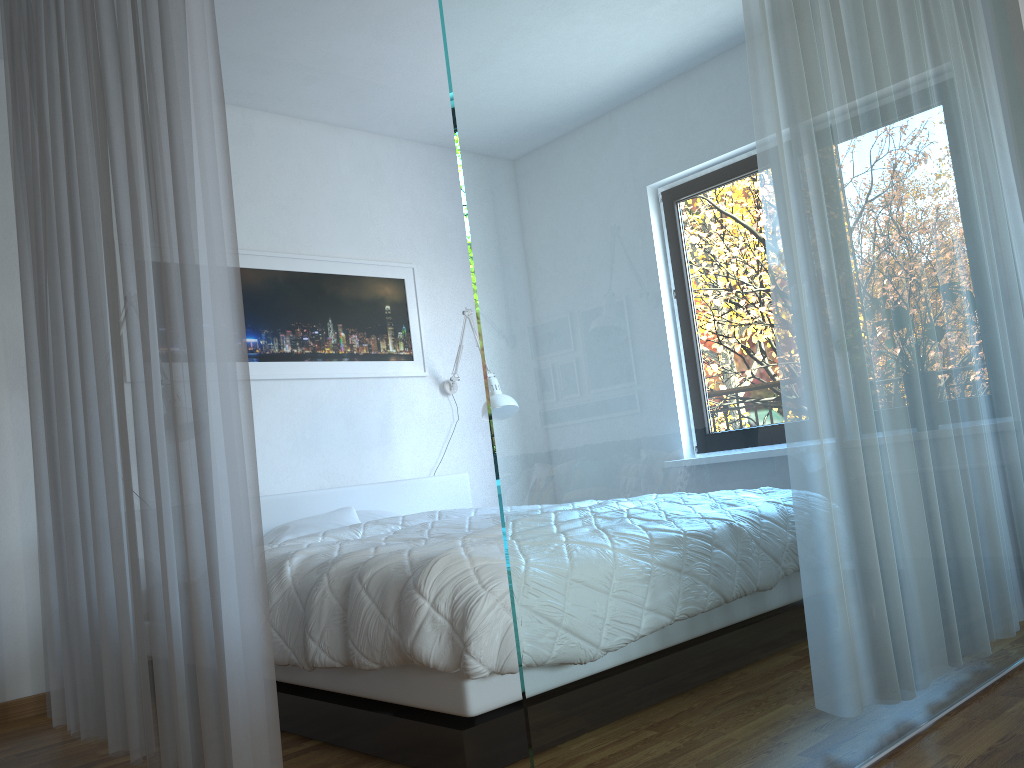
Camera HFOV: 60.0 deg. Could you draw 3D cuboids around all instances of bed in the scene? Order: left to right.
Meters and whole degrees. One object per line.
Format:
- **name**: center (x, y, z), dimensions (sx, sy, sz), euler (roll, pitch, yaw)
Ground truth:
- **bed**: center (-0.190, 0.728, 3.551), dimensions (2.165, 0.762, 2.445), euler (-2, -8, -42)

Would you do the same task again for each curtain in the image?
- **curtain**: center (-1.233, -0.282, 2.670), dimensions (0.154, 2.729, 1.811), euler (-3, -7, -40)

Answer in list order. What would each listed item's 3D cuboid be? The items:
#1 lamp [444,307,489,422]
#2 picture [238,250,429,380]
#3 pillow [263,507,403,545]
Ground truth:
- **lamp**: center (-0.234, -0.102, 4.941), dimensions (0.200, 0.669, 0.699), euler (-4, -6, -33)
- **picture**: center (-1.159, -0.354, 4.616), dimensions (1.705, 0.662, 0.021), euler (-2, -7, -42)
- **pillow**: center (-0.769, 0.665, 4.061), dimensions (0.920, 0.195, 0.621), euler (-2, -8, -42)
